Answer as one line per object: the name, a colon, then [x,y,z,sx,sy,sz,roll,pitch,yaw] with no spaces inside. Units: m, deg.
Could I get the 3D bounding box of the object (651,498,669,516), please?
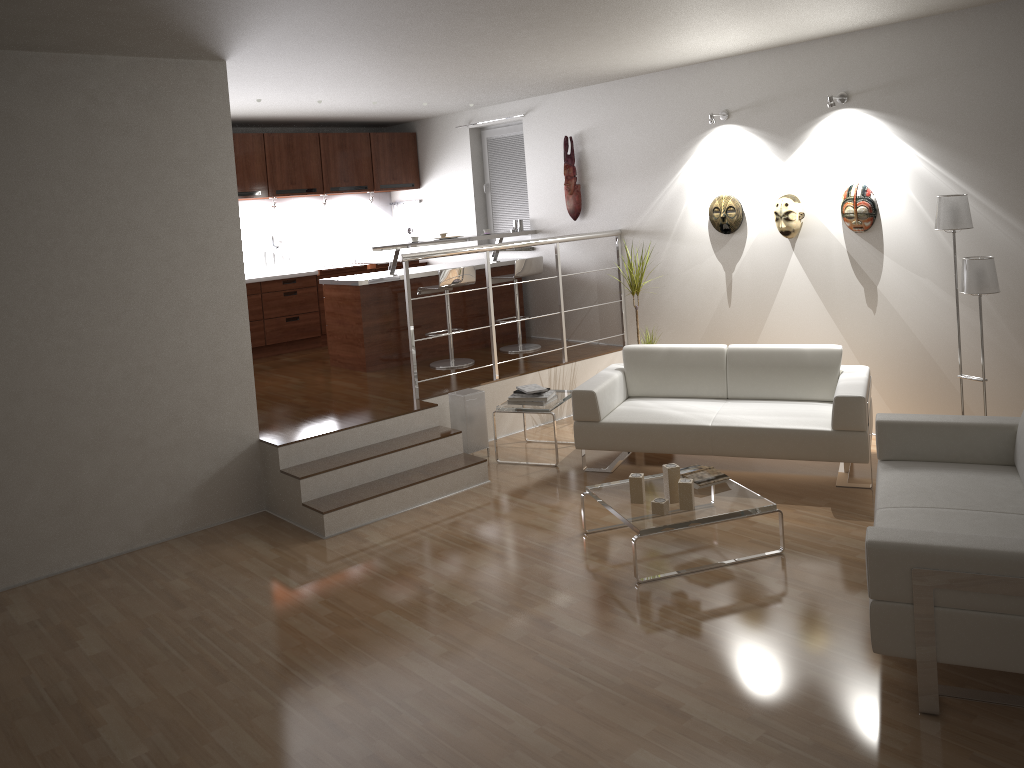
object: [0.723,0.591,4.273,0.067,0.073,0.068,0,8,34]

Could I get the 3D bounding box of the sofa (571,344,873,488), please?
sofa: [1.377,0.160,5.706,1.779,0.730,0.924,0,9,24]

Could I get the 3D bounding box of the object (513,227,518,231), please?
object: [0.033,-1.518,8.582,0.051,0.045,0.052,-3,8,6]

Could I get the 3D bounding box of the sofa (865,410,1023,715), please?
sofa: [1.977,0.553,3.609,0.904,0.728,1.818,-1,11,24]

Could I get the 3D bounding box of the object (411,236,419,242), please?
object: [-0.850,-1.273,7.700,0.079,0.045,0.068,-4,9,3]

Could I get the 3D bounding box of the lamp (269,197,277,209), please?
lamp: [-2.427,-1.839,8.909,0.080,0.123,0.081,-4,6,-1]

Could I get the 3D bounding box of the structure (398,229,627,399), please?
structure: [0.111,-0.627,7.016,2.355,1.038,0.057,-13,8,-40]

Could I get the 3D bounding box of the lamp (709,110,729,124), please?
lamp: [1.586,-2.063,6.763,0.193,0.107,0.080,-13,10,-40]

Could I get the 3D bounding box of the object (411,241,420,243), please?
object: [-0.863,-1.248,7.694,0.131,0.008,0.141,-13,15,-37]

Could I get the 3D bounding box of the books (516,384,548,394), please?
books: [0.139,0.033,6.177,0.152,0.014,0.219,-9,12,-20]

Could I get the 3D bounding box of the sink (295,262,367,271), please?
sink: [-1.962,-1.207,9.537,0.609,0.197,0.603,-13,14,-40]

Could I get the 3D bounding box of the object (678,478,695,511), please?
object: [0.857,0.536,4.305,0.067,0.149,0.068,-3,5,19]

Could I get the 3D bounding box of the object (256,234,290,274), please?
object: [-2.508,-1.384,9.275,0.333,0.400,0.164,-10,7,-41]

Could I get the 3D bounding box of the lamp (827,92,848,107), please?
lamp: [2.230,-1.957,6.026,0.193,0.107,0.080,-13,10,-40]

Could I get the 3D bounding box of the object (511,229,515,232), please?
object: [0.011,-1.505,8.589,0.051,0.019,0.051,-13,13,-37]

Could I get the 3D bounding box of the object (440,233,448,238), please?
object: [-0.623,-1.359,8.020,0.142,0.041,0.130,-13,14,-38]

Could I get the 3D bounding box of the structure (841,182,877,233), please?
structure: [2.375,-1.216,6.044,0.076,0.350,0.265,-7,6,-40]

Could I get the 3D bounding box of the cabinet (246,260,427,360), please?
cabinet: [-2.457,-0.742,9.080,3.552,0.788,0.682,-14,11,-40]

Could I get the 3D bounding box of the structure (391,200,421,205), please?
structure: [-1.238,-2.104,10.159,0.049,0.033,0.600,-12,14,-40]

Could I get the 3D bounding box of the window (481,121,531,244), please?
window: [-0.012,-2.048,9.019,0.143,1.253,0.845,-7,6,-40]

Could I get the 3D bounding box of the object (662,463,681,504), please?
object: [0.807,0.495,4.413,0.067,0.194,0.067,-5,4,-16]

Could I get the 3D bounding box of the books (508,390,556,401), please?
books: [0.143,0.082,6.179,0.287,0.027,0.232,0,12,18]

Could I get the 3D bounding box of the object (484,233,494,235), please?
object: [-0.238,-1.418,8.285,0.140,0.008,0.132,2,13,28]

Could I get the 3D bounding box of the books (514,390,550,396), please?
books: [0.141,0.062,6.178,0.216,0.014,0.155,0,12,18]

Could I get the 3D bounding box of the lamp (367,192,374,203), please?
lamp: [-1.558,-2.062,9.671,0.080,0.123,0.081,-4,6,-1]

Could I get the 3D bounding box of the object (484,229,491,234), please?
object: [-0.232,-1.442,8.293,0.079,0.045,0.068,-5,9,-4]

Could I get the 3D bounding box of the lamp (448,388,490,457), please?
lamp: [-0.307,0.293,6.296,0.194,0.475,0.199,-8,5,-41]

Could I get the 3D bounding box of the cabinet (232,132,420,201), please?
cabinet: [-2.284,-2.306,9.275,2.756,0.627,0.653,-14,12,-40]

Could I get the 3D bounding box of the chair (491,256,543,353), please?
chair: [0.056,-0.742,8.075,0.426,0.838,0.392,0,6,45]

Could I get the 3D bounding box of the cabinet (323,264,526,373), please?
cabinet: [-0.787,-0.680,8.307,1.873,0.740,0.635,-13,11,-40]

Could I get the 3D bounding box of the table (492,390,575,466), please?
table: [0.194,0.299,6.279,0.463,0.395,0.561,-1,9,24]

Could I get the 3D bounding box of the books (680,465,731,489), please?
books: [0.998,0.490,4.699,0.205,0.055,0.295,-10,13,-25]

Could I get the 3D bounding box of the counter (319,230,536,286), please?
counter: [-0.695,-1.222,8.299,2.131,0.314,0.842,-14,15,-40]

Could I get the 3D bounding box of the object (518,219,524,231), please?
object: [0.085,-1.559,8.602,0.052,0.110,0.053,-1,5,33]

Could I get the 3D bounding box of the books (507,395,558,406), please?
books: [0.145,0.109,6.181,0.287,0.027,0.231,2,13,28]

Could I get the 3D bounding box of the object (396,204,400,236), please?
object: [-1.339,-1.923,10.260,0.008,0.373,0.033,-7,4,-40]

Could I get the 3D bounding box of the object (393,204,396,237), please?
object: [-1.393,-1.926,10.303,0.033,0.378,0.065,-7,4,-41]

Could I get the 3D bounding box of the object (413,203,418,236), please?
object: [-1.111,-1.881,9.987,0.024,0.377,0.071,-7,4,-40]

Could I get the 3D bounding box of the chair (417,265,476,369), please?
chair: [-0.540,-0.589,7.553,0.392,0.838,0.427,-8,6,-36]

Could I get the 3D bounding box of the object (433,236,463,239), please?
object: [-0.581,-1.348,8.067,0.313,0.010,0.219,-13,15,-38]

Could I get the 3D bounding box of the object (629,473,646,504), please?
object: [0.635,0.524,4.445,0.067,0.149,0.068,-3,5,19]

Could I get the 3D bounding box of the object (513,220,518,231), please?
object: [0.042,-1.563,8.642,0.052,0.108,0.053,-1,5,33]

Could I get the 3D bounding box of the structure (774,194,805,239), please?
structure: [2.006,-1.226,6.426,0.131,0.325,0.243,-8,7,-40]

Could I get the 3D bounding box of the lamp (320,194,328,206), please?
lamp: [-1.992,-1.950,9.290,0.080,0.123,0.081,-4,6,-1]

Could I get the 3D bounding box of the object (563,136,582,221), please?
object: [0.549,-1.893,8.065,0.151,0.780,0.152,-4,3,4]

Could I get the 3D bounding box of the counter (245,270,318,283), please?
counter: [-3.009,-0.984,8.601,2.131,0.039,0.684,-14,15,-40]

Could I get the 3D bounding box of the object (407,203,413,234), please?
object: [-1.176,-1.907,10.094,0.044,0.361,0.091,-7,4,-41]

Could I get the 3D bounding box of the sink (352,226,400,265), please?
sink: [-1.484,-1.520,9.959,0.681,0.572,0.602,-11,10,-40]

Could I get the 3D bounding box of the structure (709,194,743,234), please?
structure: [1.658,-1.327,6.857,0.070,0.312,0.318,-7,7,-40]

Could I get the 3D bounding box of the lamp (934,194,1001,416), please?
lamp: [2.650,-0.263,5.062,0.210,1.652,0.366,-5,3,-21]

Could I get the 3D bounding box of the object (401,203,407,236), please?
object: [-1.265,-1.909,10.166,0.020,0.374,0.106,-7,4,-40]

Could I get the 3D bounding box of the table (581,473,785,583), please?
table: [0.854,0.694,4.514,0.798,0.246,0.711,-7,11,-16]

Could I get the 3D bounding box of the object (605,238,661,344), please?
object: [1.001,-0.441,6.969,0.506,1.457,0.442,-6,4,-28]
